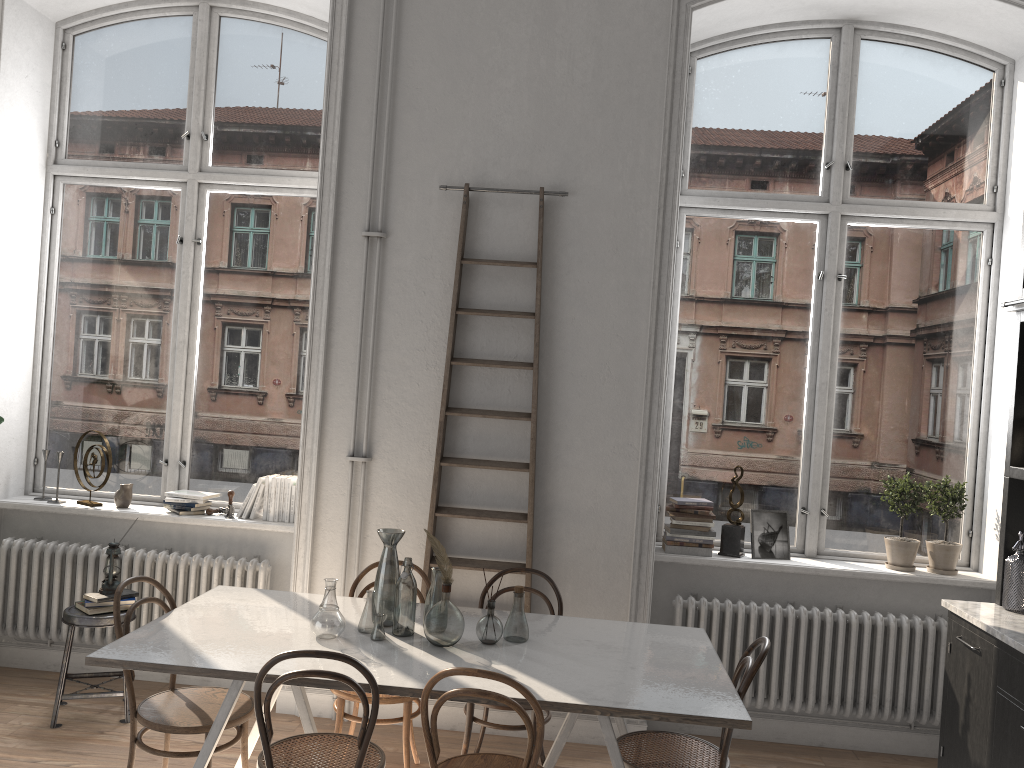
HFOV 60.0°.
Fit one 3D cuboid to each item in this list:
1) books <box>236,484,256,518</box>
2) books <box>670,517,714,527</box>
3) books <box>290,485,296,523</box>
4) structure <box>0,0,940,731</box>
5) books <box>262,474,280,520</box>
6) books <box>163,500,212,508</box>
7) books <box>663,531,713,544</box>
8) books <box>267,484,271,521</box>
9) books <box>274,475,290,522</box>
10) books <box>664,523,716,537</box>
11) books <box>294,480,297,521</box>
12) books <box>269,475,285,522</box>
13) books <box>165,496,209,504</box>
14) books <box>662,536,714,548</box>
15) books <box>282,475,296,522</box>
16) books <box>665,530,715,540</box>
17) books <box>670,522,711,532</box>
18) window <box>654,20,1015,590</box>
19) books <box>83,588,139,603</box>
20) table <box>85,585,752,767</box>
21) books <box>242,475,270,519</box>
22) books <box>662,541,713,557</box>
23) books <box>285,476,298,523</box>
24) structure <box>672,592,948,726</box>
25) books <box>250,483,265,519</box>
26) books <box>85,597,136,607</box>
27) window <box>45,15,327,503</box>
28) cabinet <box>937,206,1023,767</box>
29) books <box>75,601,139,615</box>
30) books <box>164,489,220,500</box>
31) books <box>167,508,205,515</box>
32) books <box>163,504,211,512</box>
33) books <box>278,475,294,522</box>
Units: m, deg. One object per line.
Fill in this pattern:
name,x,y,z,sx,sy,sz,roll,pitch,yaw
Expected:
books,-1.478,0.653,5.016,0.105,0.194,0.155,4,0,3
books,0.975,0.746,4.816,0.222,0.024,0.158,4,0,4
books,-1.212,0.668,4.992,0.020,0.205,0.155,4,0,4
structure,-0.151,-0.452,4.667,5.181,4.474,0.340,4,0,4
books,-1.364,0.638,5.025,0.024,0.243,0.175,4,0,4
books,-1.836,0.672,5.024,0.221,0.023,0.147,4,0,20
books,0.951,0.833,4.801,0.249,0.023,0.175,4,0,5
books,-1.341,0.659,5.002,0.020,0.205,0.155,4,0,4
books,-1.296,0.643,4.997,0.019,0.244,0.174,4,0,4
books,0.964,0.794,4.816,0.245,0.028,0.193,4,0,-1
books,-1.187,0.651,5.011,0.024,0.243,0.175,4,0,4
books,-1.318,0.641,4.990,0.024,0.243,0.175,4,0,4
books,-1.833,0.651,5.012,0.205,0.020,0.155,4,0,-6
books,0.949,0.856,4.801,0.249,0.023,0.175,4,0,0
books,-1.253,0.646,5.016,0.024,0.243,0.175,4,0,4
books,0.963,0.815,4.815,0.255,0.014,0.192,4,0,8
books,0.970,0.769,4.811,0.205,0.022,0.155,4,0,19
window,8.544,-4.373,7.410,14.384,15.936,26.398,4,0,4
books,-2.031,1.071,4.492,0.147,0.027,0.221,4,0,37
table,-0.319,1.382,3.434,2.200,0.780,1.100,4,0,4
books,-1.438,0.636,5.008,0.100,0.235,0.174,4,0,4
books,0.945,0.888,4.802,0.248,0.043,0.192,4,0,4
books,-1.234,0.647,4.993,0.019,0.244,0.174,4,0,4
structure,1.567,1.426,4.608,1.577,0.552,0.194,4,0,4
books,-1.414,0.654,5.008,0.072,0.203,0.155,4,0,4
books,-2.035,1.093,4.491,0.232,0.029,0.162,4,0,-25
window,-1.885,-0.747,5.209,1.622,2.843,0.013,4,0,4
cabinet,2.217,0.151,2.433,0.635,3.583,3.251,4,0,4
books,-2.049,1.118,4.490,0.194,0.034,0.246,4,0,45
books,-1.811,0.627,5.031,0.243,0.019,0.174,4,0,14
books,-1.847,0.716,5.030,0.147,0.023,0.221,4,0,-37
books,-1.840,0.694,5.026,0.205,0.022,0.155,4,0,24
books,-1.275,0.644,5.013,0.019,0.244,0.174,4,0,4
